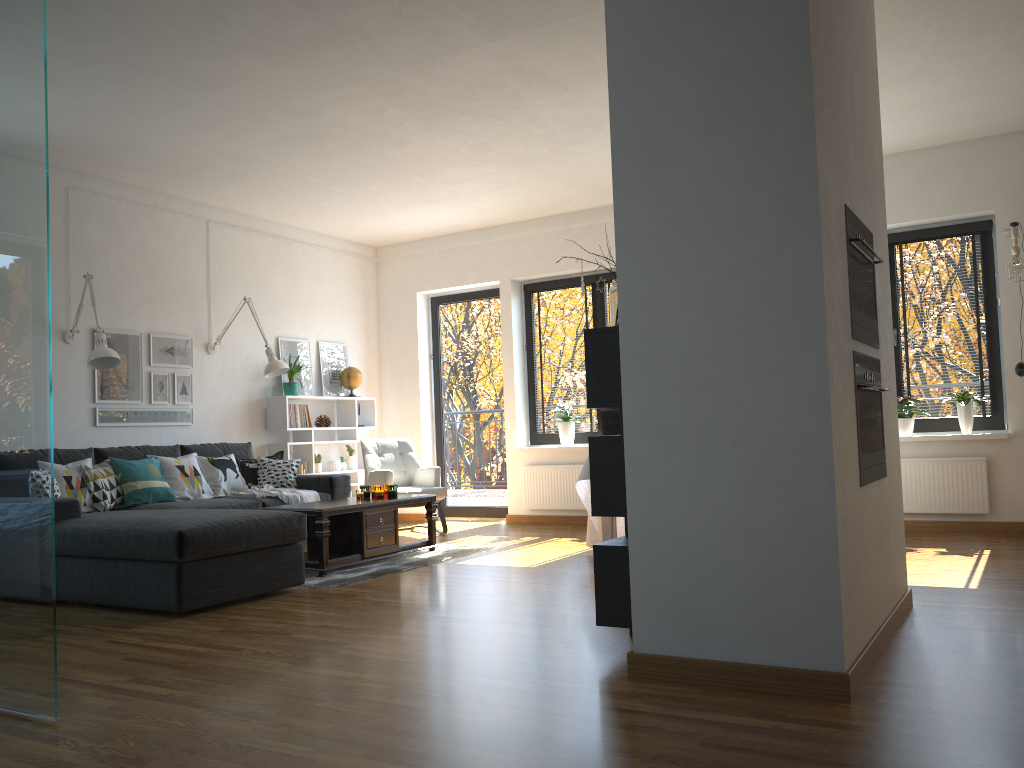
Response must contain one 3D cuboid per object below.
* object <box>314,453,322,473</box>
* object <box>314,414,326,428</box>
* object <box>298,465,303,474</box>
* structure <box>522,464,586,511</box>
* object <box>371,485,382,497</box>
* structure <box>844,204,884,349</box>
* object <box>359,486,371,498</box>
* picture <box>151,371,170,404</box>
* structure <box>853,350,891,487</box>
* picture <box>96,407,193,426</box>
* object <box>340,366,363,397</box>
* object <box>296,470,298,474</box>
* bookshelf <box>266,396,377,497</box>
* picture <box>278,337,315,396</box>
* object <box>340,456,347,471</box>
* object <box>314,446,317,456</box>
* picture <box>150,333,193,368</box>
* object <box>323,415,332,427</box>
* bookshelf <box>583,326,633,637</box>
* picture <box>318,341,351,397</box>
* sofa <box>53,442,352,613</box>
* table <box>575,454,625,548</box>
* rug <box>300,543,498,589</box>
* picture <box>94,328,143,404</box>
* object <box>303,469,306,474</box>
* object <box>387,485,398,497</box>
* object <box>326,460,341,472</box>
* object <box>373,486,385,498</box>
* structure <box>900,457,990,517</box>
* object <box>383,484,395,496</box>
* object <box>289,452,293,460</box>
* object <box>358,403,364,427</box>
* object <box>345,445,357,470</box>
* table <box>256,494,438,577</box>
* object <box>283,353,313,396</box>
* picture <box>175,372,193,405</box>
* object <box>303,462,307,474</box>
[{"bbox_3d":[-1.733,0.702,7.867,0.088,0.172,0.087,0,-4,-44],"label":"object"},{"bbox_3d":[-1.744,0.338,8.049,0.102,0.127,0.095,-2,-3,-14],"label":"object"},{"bbox_3d":[-1.897,0.743,7.682,0.176,0.084,0.079,-2,-3,-1],"label":"object"},{"bbox_3d":[0.736,0.929,7.733,1.458,0.459,0.078,-4,-3,29],"label":"structure"},{"bbox_3d":[-0.951,0.752,6.222,0.079,0.081,0.079,-4,-3,25],"label":"object"},{"bbox_3d":[1.311,-0.378,3.261,0.052,0.462,0.585,-4,-3,30],"label":"structure"},{"bbox_3d":[-1.028,0.754,6.205,0.079,0.081,0.079,-4,-3,25],"label":"object"},{"bbox_3d":[-2.679,0.031,6.751,0.021,0.248,0.166,-4,-3,30],"label":"picture"},{"bbox_3d":[1.330,0.124,3.239,0.052,0.462,0.585,-4,-3,30],"label":"structure"},{"bbox_3d":[-2.733,0.244,6.636,0.021,0.136,0.837,-4,-4,30],"label":"picture"},{"bbox_3d":[-1.529,-0.017,8.442,0.217,0.305,0.216,0,-4,-42],"label":"object"},{"bbox_3d":[-1.888,0.734,7.763,0.062,0.108,0.062,-4,-3,31],"label":"object"},{"bbox_3d":[-1.694,0.722,8.076,0.237,1.200,1.190,-4,-3,30],"label":"bookshelf"},{"bbox_3d":[-1.940,-0.143,7.977,0.059,0.532,0.390,-4,-3,30],"label":"picture"},{"bbox_3d":[-1.576,0.736,8.250,0.072,0.137,0.072,-3,-3,11],"label":"object"},{"bbox_3d":[-1.789,0.681,8.029,0.051,0.238,0.051,0,-3,-42],"label":"object"},{"bbox_3d":[-2.633,-0.253,6.860,0.021,0.248,0.390,-4,-3,30],"label":"picture"},{"bbox_3d":[-1.700,0.342,8.117,0.101,0.125,0.096,1,-4,-44],"label":"object"},{"bbox_3d":[0.694,0.405,3.734,0.237,1.200,1.190,-4,-3,30],"label":"bookshelf"},{"bbox_3d":[-1.680,-0.127,8.415,0.059,0.532,0.390,-4,-3,30],"label":"picture"},{"bbox_3d":[-1.865,0.801,5.806,2.164,0.847,2.509,-4,-4,30],"label":"sofa"},{"bbox_3d":[1.488,0.718,5.896,1.857,0.762,1.235,-4,-4,31],"label":"table"},{"bbox_3d":[-1.001,1.192,5.982,1.052,0.034,1.814,-4,-4,30],"label":"rug"},{"bbox_3d":[-2.859,-0.124,6.454,0.013,0.534,0.390,-4,-3,30],"label":"picture"},{"bbox_3d":[-1.818,0.761,7.718,0.040,0.044,0.040,0,-3,-33],"label":"object"},{"bbox_3d":[-0.833,0.745,6.182,0.079,0.081,0.079,-4,-3,25],"label":"object"},{"bbox_3d":[-1.632,0.750,8.122,0.134,0.097,0.132,-2,-3,1],"label":"object"},{"bbox_3d":[-0.919,0.746,6.140,0.079,0.081,0.079,-4,-3,25],"label":"object"},{"bbox_3d":[2.709,0.784,6.567,1.458,0.459,0.078,-4,-3,32],"label":"structure"},{"bbox_3d":[-0.870,0.753,6.280,0.079,0.081,0.079,-4,-3,25],"label":"object"},{"bbox_3d":[-1.948,0.687,7.683,0.108,0.197,0.108,-5,-4,42],"label":"object"},{"bbox_3d":[-1.470,0.302,8.546,0.066,0.230,0.075,-3,-3,11],"label":"object"},{"bbox_3d":[-1.513,0.690,8.348,0.098,0.236,0.097,-3,-3,18],"label":"object"},{"bbox_3d":[-1.065,0.985,5.924,0.570,0.408,1.180,-4,-4,30],"label":"table"},{"bbox_3d":[-1.933,-0.073,7.773,0.387,0.372,0.424,-3,-3,17],"label":"object"},{"bbox_3d":[-2.570,0.037,6.934,0.021,0.248,0.166,-4,-3,30],"label":"picture"},{"bbox_3d":[-1.812,0.736,7.765,0.039,0.099,0.039,-4,-3,27],"label":"object"}]
